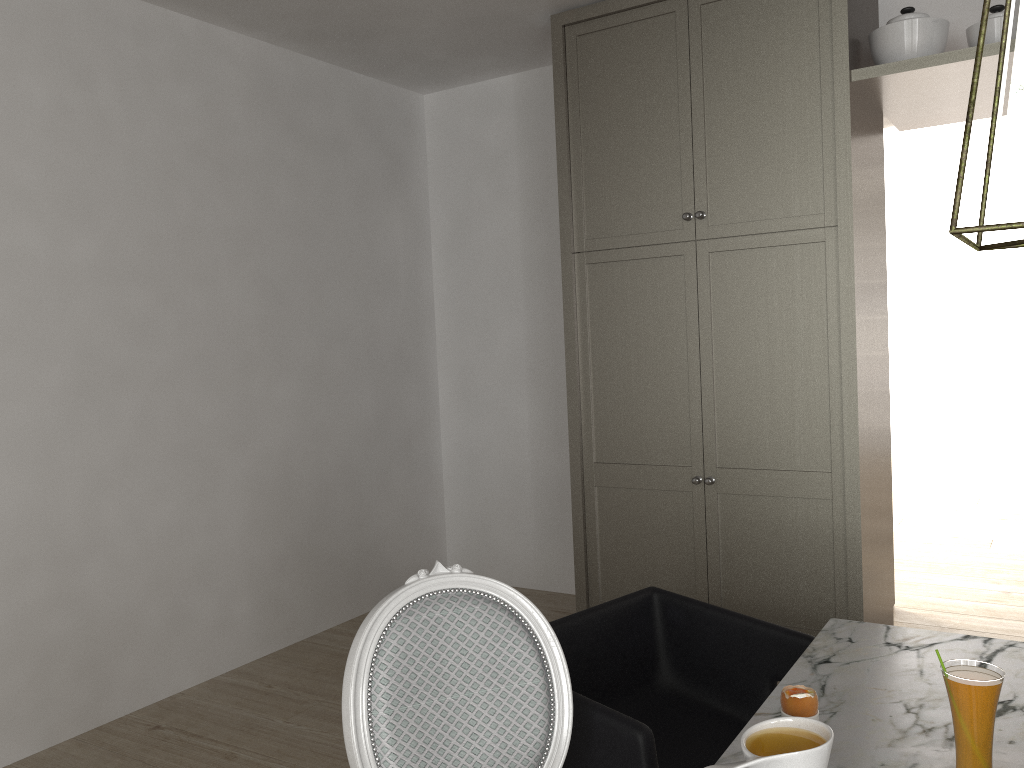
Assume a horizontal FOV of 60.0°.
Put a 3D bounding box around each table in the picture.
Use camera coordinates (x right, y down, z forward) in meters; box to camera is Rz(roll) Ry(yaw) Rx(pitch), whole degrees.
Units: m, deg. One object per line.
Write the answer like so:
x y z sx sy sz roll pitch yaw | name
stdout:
0.553 0.821 0.832 0.870 0.583 1.781 -1 3 32 | table

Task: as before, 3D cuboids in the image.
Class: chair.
0.266 0.785 1.751 0.569 0.597 0.609 -5 4 -42 | chair
-0.015 0.702 1.201 0.480 0.833 0.505 -4 3 -25 | chair

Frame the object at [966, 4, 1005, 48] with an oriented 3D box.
1.498 -1.084 2.738 0.174 0.161 0.176 0 4 37 | object

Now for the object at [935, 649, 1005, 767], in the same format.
0.568 0.419 1.091 0.071 0.188 0.071 -5 4 -37 | object

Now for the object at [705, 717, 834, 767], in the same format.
0.313 0.475 1.067 0.170 0.105 0.110 -5 4 -37 | object

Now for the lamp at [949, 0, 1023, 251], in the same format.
0.651 -0.724 0.963 0.584 1.108 0.584 -5 4 -42 | lamp

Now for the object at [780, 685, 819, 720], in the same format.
0.392 0.463 1.206 0.050 0.101 0.050 -1 3 28 | object

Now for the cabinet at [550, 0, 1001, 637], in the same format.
2.744 -0.251 2.306 5.433 2.377 0.947 -1 3 32 | cabinet

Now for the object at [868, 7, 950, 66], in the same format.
1.284 -1.108 2.872 0.241 0.214 0.243 0 4 37 | object
